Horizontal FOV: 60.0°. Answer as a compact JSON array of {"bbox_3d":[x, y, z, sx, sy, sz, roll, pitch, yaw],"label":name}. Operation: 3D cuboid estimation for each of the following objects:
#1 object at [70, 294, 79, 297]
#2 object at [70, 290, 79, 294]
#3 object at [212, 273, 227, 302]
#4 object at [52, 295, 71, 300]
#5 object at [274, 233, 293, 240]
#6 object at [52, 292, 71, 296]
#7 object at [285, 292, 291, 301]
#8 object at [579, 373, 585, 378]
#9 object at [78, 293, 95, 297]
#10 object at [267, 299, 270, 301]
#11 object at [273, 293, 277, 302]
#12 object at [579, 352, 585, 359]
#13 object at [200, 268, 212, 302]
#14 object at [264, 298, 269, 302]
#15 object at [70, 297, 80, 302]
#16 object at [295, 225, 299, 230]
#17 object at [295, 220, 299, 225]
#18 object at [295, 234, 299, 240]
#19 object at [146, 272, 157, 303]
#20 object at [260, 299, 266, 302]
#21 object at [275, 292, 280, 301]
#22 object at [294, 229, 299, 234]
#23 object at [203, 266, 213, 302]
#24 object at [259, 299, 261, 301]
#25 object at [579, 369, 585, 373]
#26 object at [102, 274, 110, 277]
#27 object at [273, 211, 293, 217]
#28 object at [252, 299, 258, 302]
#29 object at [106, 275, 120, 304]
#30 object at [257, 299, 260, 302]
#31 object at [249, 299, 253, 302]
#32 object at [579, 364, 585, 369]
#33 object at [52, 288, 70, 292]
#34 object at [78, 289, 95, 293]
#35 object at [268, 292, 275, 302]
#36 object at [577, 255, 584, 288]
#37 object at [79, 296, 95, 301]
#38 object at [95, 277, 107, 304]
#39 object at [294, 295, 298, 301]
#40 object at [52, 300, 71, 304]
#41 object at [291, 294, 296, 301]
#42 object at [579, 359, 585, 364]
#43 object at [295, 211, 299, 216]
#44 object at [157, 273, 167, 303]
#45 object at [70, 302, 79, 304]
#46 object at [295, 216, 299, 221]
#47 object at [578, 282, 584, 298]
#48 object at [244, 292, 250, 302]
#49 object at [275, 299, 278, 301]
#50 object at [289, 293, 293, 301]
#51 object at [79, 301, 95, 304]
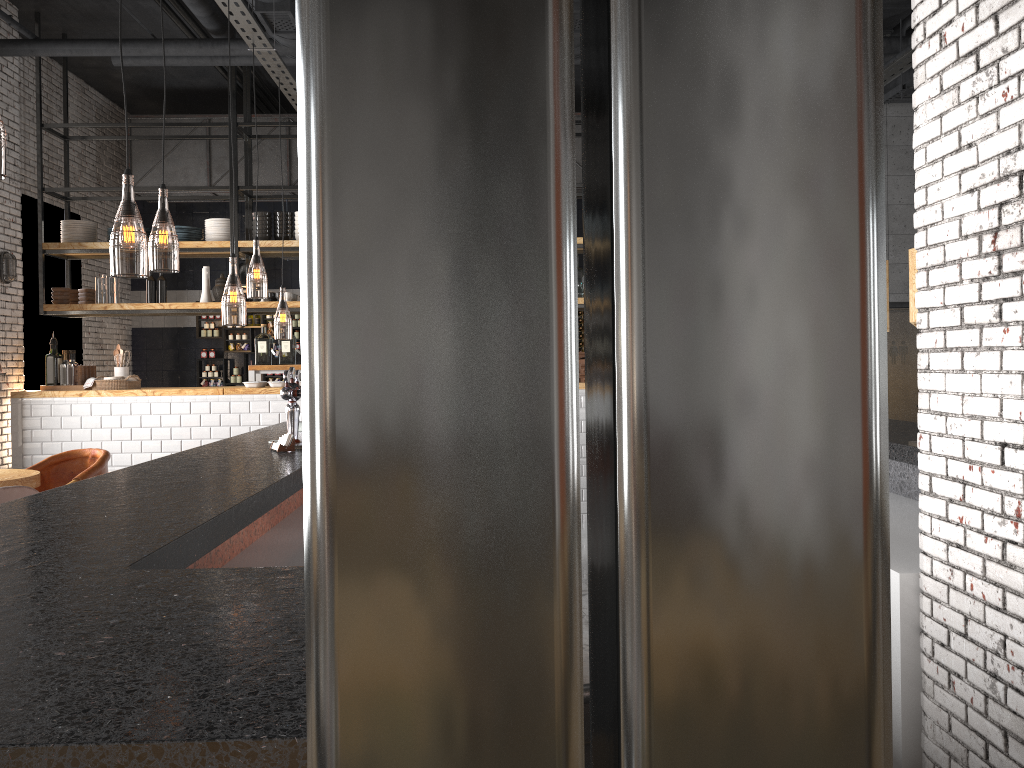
[{"bbox_3d":[-4.467,-0.893,9.081,0.157,0.053,0.168,-1,1,-2],"label":"object"},{"bbox_3d":[-4.468,-0.934,9.081,0.157,0.053,0.168,-1,1,-2],"label":"object"},{"bbox_3d":[-2.919,-0.962,8.938,0.196,0.305,0.196,0,1,36],"label":"object"},{"bbox_3d":[-4.474,-0.851,8.826,0.157,0.053,0.168,-1,1,-2],"label":"object"},{"bbox_3d":[-2.325,-1.469,9.024,0.196,0.104,0.196,0,1,34],"label":"object"},{"bbox_3d":[-4.474,-0.887,8.826,0.157,0.053,0.168,-1,1,-2],"label":"object"},{"bbox_3d":[-2.233,-0.862,8.801,0.072,0.097,0.072,-1,1,30],"label":"object"},{"bbox_3d":[0.849,-0.088,8.694,0.405,0.044,0.636,-1,1,1],"label":"object"},{"bbox_3d":[-4.312,-0.893,8.979,0.157,0.053,0.168,-1,1,3],"label":"object"},{"bbox_3d":[-2.478,-0.864,9.027,0.072,0.097,0.072,-1,1,-14],"label":"object"},{"bbox_3d":[-2.393,-0.863,8.913,0.072,0.097,0.072,-1,1,26],"label":"object"},{"bbox_3d":[0.797,-0.264,8.629,0.406,0.094,0.636,-1,1,-4],"label":"object"},{"bbox_3d":[-3.082,-0.985,8.919,0.132,0.360,0.127,-1,0,23],"label":"object"},{"bbox_3d":[-2.475,-0.861,8.910,0.072,0.097,0.072,-1,1,-1],"label":"object"},{"bbox_3d":[-4.467,-0.857,9.081,0.157,0.053,0.168,-1,1,-2],"label":"object"},{"bbox_3d":[-2.110,-1.561,9.025,0.196,0.104,0.196,0,1,34],"label":"object"},{"bbox_3d":[-2.114,-1.605,9.030,0.196,0.103,0.196,-1,1,15],"label":"object"},{"bbox_3d":[-2.109,-1.472,9.025,0.196,0.105,0.196,-1,1,-24],"label":"object"},{"bbox_3d":[-3.712,-1.035,9.121,0.098,0.471,0.098,-1,0,-24],"label":"object"},{"bbox_3d":[-2.471,-0.859,8.793,0.072,0.097,0.072,0,1,38],"label":"object"},{"bbox_3d":[-2.312,-0.861,8.798,0.072,0.097,0.072,-1,1,7],"label":"object"},{"bbox_3d":[-2.112,-1.516,9.025,0.196,0.104,0.196,-1,1,-26],"label":"object"},{"bbox_3d":[-3.123,-1.004,9.068,0.126,0.394,0.126,-1,0,38],"label":"object"},{"bbox_3d":[-2.557,-0.863,9.025,0.072,0.097,0.072,-1,1,30],"label":"object"},{"bbox_3d":[0.849,-0.133,8.694,0.405,0.044,0.636,-1,1,-5],"label":"object"},{"bbox_3d":[-4.084,-0.951,9.021,0.126,0.313,0.179,-1,0,31],"label":"object"},{"bbox_3d":[-2.327,-1.690,9.023,0.196,0.103,0.196,-1,1,-26],"label":"object"},{"bbox_3d":[-2.549,-0.857,8.791,0.072,0.097,0.072,-1,1,20],"label":"object"},{"bbox_3d":[-3.988,-0.934,8.879,0.118,0.293,0.169,-1,0,3],"label":"object"},{"bbox_3d":[-2.553,-0.860,8.908,0.072,0.097,0.072,-1,1,-15],"label":"object"},{"bbox_3d":[-2.631,-0.859,8.905,0.072,0.097,0.072,-1,1,-2],"label":"object"},{"bbox_3d":[0.848,-0.177,8.694,0.405,0.044,0.636,-1,1,-1],"label":"object"},{"bbox_3d":[-4.475,-0.928,8.826,0.157,0.053,0.168,-1,1,-2],"label":"object"},{"bbox_3d":[-4.313,-0.934,8.979,0.157,0.053,0.168,-1,1,3],"label":"object"},{"bbox_3d":[-2.389,-0.860,8.796,0.072,0.097,0.072,-1,1,18],"label":"object"},{"bbox_3d":[0.656,-1.137,9.145,0.157,0.554,0.106,-1,0,2],"label":"object"},{"bbox_3d":[-4.312,-0.857,8.979,0.157,0.053,0.168,-1,1,3],"label":"object"},{"bbox_3d":[-4.051,-0.920,8.770,0.106,0.264,0.152,-1,0,26],"label":"object"},{"bbox_3d":[-2.244,-0.870,9.152,0.072,0.097,0.072,-1,1,-1],"label":"object"},{"bbox_3d":[-4.473,-0.806,8.826,0.157,0.053,0.168,-1,1,-2],"label":"object"},{"bbox_3d":[-2.240,-0.868,9.035,0.072,0.097,0.072,-1,1,-2],"label":"object"},{"bbox_3d":[0.847,-0.221,8.694,0.405,0.044,0.636,-1,1,-8],"label":"object"},{"bbox_3d":[-2.113,-1.694,9.030,0.196,0.103,0.196,-1,1,-24],"label":"object"},{"bbox_3d":[-3.605,-1.036,9.124,0.098,0.471,0.098,-1,0,-24],"label":"object"},{"bbox_3d":[-4.466,-0.812,9.082,0.157,0.053,0.168,-1,1,-2],"label":"object"},{"bbox_3d":[-2.112,-1.649,9.027,0.196,0.100,0.196,-1,1,-6],"label":"object"},{"bbox_3d":[0.683,-0.952,8.973,0.118,0.181,0.118,-1,1,-25],"label":"object"},{"bbox_3d":[-2.627,-0.856,8.788,0.072,0.097,0.072,-1,1,21],"label":"object"},{"bbox_3d":[-2.397,-0.865,9.030,0.072,0.097,0.072,-1,1,28],"label":"object"},{"bbox_3d":[-2.237,-0.865,8.918,0.072,0.097,0.072,-1,1,2],"label":"object"},{"bbox_3d":[-4.311,-0.812,8.979,0.157,0.053,0.168,-1,1,3],"label":"object"}]
